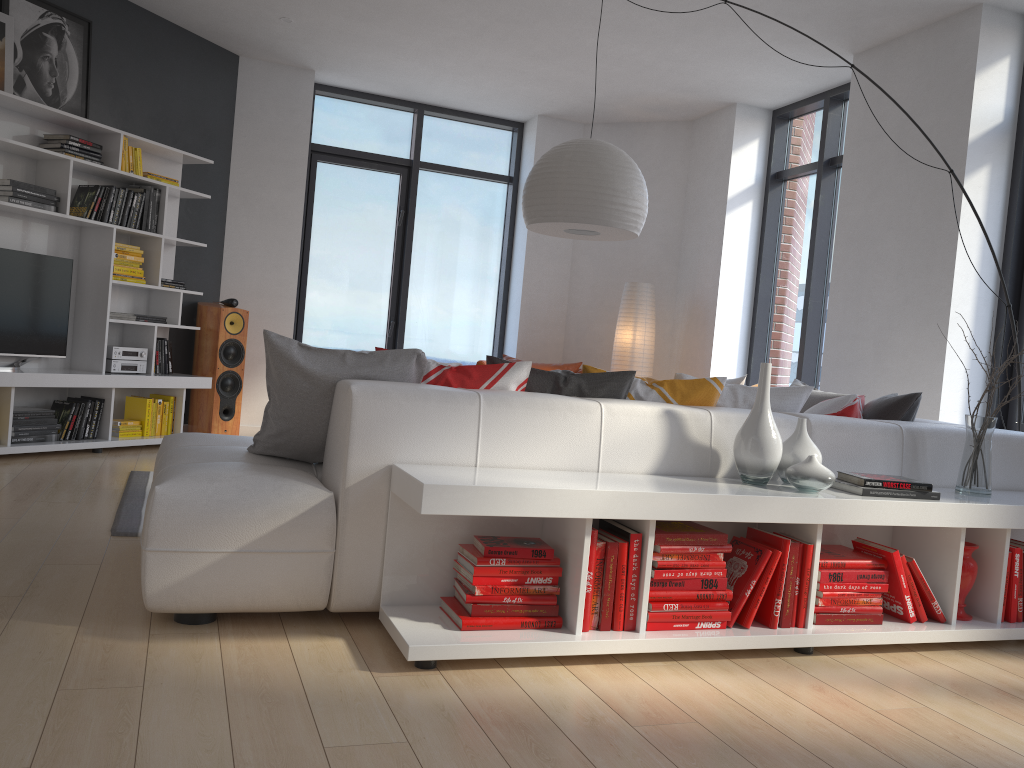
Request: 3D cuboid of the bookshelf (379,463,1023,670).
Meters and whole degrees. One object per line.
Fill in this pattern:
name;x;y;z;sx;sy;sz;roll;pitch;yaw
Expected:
bookshelf;0.903;0.589;2.889;2.600;0.500;0.356;5;2;-20

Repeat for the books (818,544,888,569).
books;1.063;0.582;2.987;0.301;0.032;0.227;5;2;-20

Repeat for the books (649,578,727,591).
books;0.489;0.593;2.749;0.279;0.039;0.206;5;2;-19

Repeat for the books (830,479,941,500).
books;1.235;0.352;3.000;0.300;0.026;0.245;5;2;-16

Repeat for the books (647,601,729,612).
books;0.498;0.658;2.717;0.266;0.026;0.187;5;2;-21

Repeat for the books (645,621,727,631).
books;0.487;0.713;2.731;0.274;0.029;0.200;5;2;-21

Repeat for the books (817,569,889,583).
books;1.074;0.619;2.967;0.279;0.039;0.206;5;2;-22

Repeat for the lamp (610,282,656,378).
lamp;1.155;-0.046;7.257;0.804;1.550;0.502;6;2;30

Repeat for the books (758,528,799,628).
books;0.828;0.619;2.854;0.038;0.270;0.215;5;2;-21

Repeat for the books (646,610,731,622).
books;0.499;0.685;2.715;0.282;0.030;0.188;5;2;-19

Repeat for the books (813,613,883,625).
books;1.060;0.755;2.959;0.259;0.034;0.206;5;2;-18

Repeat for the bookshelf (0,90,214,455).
bookshelf;-2.934;-0.608;5.087;0.455;2.052;3.000;6;2;24

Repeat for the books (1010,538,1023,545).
books;1.919;0.714;3.257;0.116;0.255;0.198;5;2;-20

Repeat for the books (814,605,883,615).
books;1.057;0.725;2.947;0.266;0.026;0.187;5;2;-15

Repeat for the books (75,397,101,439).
books;-2.733;0.219;5.664;0.191;0.249;0.084;6;2;24

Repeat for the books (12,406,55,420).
books;-2.949;0.172;5.301;0.250;0.047;0.310;6;2;20

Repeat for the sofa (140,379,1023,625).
sofa;0.158;0.365;4.185;3.424;0.732;2.614;5;2;-21

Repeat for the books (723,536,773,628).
books;0.697;0.620;2.795;0.144;0.247;0.188;5;2;-20

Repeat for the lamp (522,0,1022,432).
lamp;1.581;-0.459;3.933;3.199;2.647;0.710;6;2;15

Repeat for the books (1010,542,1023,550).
books;1.889;0.715;3.242;0.119;0.249;0.187;5;2;-20

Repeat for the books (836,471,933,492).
books;1.246;0.327;2.975;0.238;0.027;0.188;5;2;-7

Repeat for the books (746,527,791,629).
books;0.798;0.613;2.825;0.046;0.282;0.199;5;2;-21

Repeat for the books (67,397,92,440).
books;-2.761;0.216;5.606;0.192;0.254;0.075;6;2;24

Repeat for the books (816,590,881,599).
books;1.069;0.678;2.947;0.236;0.023;0.178;5;2;-20

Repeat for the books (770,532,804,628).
books;0.859;0.625;2.856;0.028;0.266;0.188;5;2;-21

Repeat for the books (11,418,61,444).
books;-2.935;0.267;5.300;0.277;0.137;0.343;6;2;19

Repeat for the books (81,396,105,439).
books;-2.720;0.214;5.695;0.197;0.260;0.066;6;2;24

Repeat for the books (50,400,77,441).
books;-2.809;0.225;5.493;0.182;0.234;0.104;6;2;25

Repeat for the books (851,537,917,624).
books;1.263;0.664;3.015;0.134;0.248;0.192;5;2;-21

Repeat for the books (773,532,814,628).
books;0.890;0.626;2.851;0.028;0.269;0.181;5;2;-21

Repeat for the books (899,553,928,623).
books;1.309;0.677;3.026;0.148;0.232;0.171;5;2;-19

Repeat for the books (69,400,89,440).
books;-2.748;0.225;5.575;0.172;0.242;0.069;6;2;25

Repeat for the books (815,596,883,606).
books;1.066;0.700;2.956;0.257;0.025;0.182;5;2;-20

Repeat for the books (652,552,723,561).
books;0.489;0.511;2.731;0.257;0.025;0.182;5;2;-20

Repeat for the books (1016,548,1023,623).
books;1.742;0.699;3.172;0.056;0.262;0.185;5;2;-20

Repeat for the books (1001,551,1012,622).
books;1.680;0.698;3.143;0.026;0.250;0.168;5;2;-21

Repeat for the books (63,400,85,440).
books;-2.774;0.227;5.549;0.169;0.233;0.081;6;2;23

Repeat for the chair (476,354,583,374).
chair;0.194;0.212;7.216;0.896;0.858;0.843;6;2;12

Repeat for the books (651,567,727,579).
books;0.495;0.561;2.732;0.261;0.027;0.191;4;2;-25

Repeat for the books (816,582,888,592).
books;1.079;0.653;2.954;0.261;0.027;0.191;5;2;-16

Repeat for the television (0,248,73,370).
television;-3.053;-0.446;5.130;0.207;0.704;1.102;6;2;24

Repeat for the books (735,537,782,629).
books;0.738;0.624;2.803;0.115;0.245;0.192;5;2;-20

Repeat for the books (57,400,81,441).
books;-2.799;0.226;5.526;0.187;0.234;0.096;6;2;25

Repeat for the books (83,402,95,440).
books;-2.745;0.224;5.629;0.179;0.243;0.068;6;2;23

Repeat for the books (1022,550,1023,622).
books;1.772;0.705;3.192;0.076;0.252;0.199;5;2;-20

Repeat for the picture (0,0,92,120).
picture;-2.988;-1.996;5.150;0.076;0.707;1.279;6;2;24

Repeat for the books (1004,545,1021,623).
books;1.712;0.691;3.163;0.050;0.268;0.198;5;2;-21

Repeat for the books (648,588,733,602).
books;0.492;0.629;2.751;0.301;0.032;0.227;5;2;-20

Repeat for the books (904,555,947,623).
books;1.360;0.687;3.045;0.186;0.223;0.188;5;2;-20
